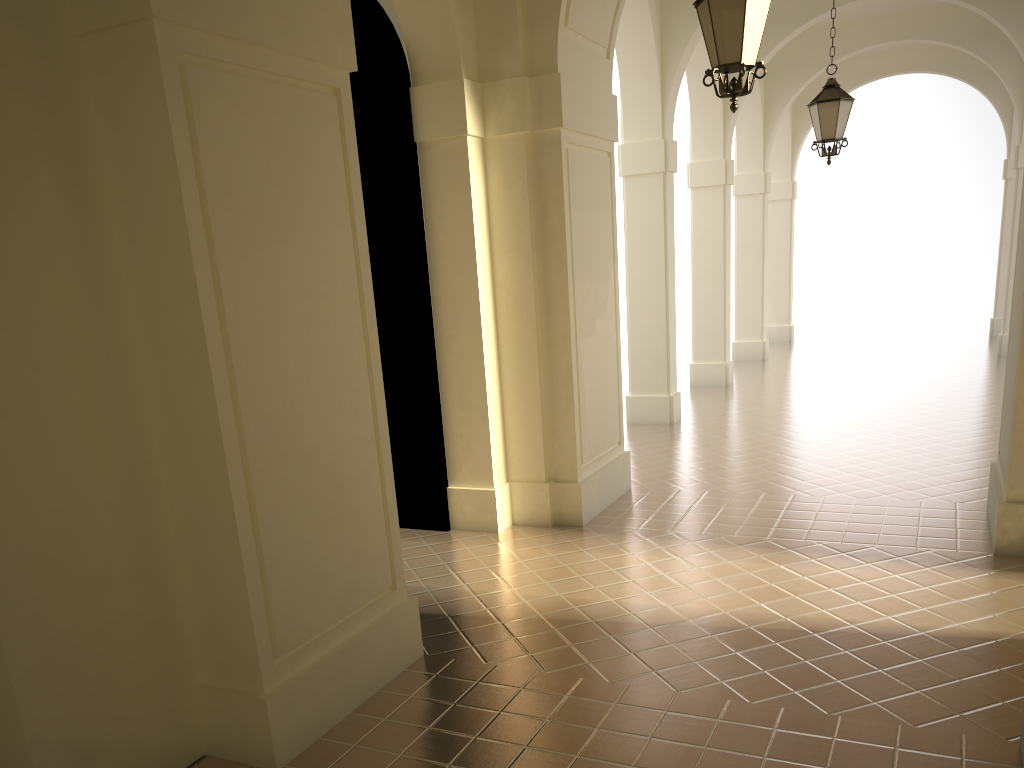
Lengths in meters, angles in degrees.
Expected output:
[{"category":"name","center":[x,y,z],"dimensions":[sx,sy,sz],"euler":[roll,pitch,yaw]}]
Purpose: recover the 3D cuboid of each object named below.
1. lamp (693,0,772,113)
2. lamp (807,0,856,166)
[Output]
[{"category":"lamp","center":[1.283,-3.357,5.042],"dimensions":[0.442,3.450,0.489],"euler":[-5,16,-4]},{"category":"lamp","center":[3.447,-4.107,9.372],"dimensions":[0.508,3.450,0.426],"euler":[4,17,25]}]
